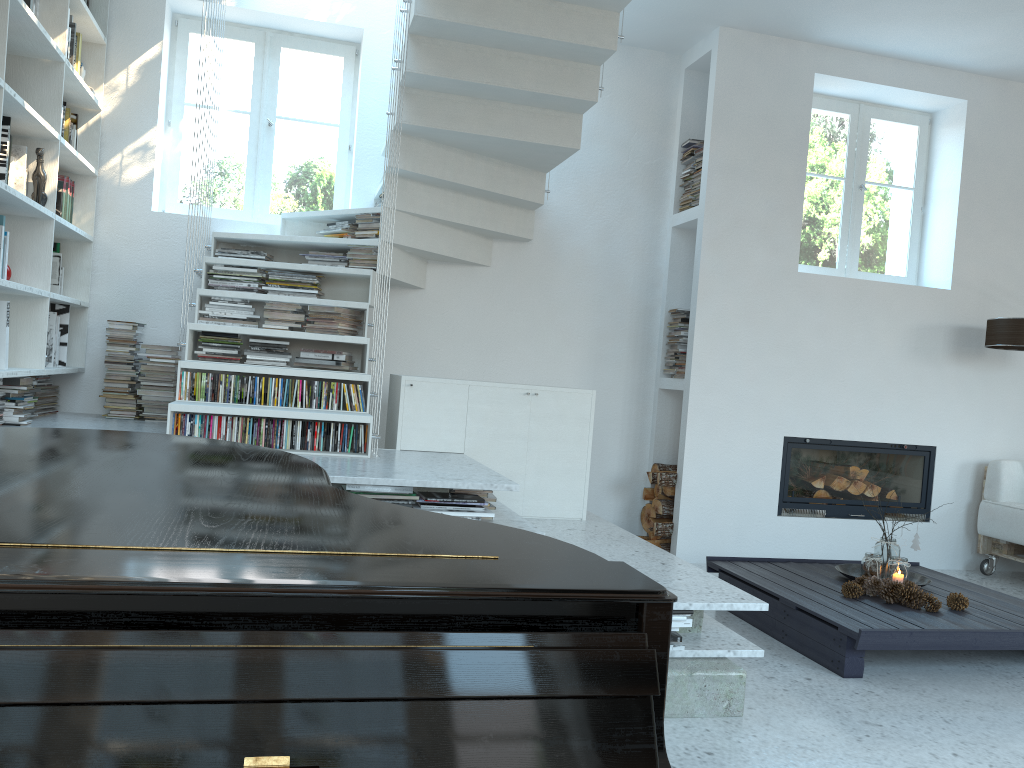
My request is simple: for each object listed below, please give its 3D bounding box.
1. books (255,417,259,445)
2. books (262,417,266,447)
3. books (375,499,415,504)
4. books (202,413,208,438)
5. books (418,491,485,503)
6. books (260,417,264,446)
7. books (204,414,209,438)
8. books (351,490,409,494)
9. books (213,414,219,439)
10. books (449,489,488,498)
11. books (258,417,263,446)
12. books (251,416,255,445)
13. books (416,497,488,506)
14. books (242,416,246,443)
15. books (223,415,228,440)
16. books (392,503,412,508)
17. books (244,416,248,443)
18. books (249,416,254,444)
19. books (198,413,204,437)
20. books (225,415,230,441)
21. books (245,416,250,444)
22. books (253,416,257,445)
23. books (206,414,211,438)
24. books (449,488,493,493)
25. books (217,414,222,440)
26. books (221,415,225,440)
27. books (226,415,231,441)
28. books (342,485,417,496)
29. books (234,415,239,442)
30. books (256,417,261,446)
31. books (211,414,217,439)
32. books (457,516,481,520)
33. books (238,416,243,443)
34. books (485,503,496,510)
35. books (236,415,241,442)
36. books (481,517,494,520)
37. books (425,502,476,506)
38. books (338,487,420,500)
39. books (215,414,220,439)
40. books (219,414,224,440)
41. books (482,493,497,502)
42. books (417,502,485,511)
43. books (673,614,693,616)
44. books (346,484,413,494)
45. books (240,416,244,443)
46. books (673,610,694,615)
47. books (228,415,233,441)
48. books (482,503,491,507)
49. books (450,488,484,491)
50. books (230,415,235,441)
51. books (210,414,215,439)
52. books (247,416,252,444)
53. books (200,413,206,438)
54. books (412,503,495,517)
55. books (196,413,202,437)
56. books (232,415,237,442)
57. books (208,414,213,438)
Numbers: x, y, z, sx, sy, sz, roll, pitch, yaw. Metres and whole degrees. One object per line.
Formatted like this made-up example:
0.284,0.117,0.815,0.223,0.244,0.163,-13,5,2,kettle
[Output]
-1.108,0.208,3.851,0.008,0.125,0.125,4,1,-14,books
-1.078,0.210,3.858,0.010,0.125,0.125,4,1,-14,books
-0.496,0.423,3.291,0.250,0.009,0.187,4,1,-14,books
-1.317,0.192,3.798,0.008,0.125,0.125,4,1,-14,books
-0.232,0.431,3.376,0.228,0.014,0.149,4,1,-16,books
-1.086,0.209,3.856,0.007,0.125,0.125,4,1,-14,books
-1.309,0.193,3.800,0.008,0.125,0.125,4,1,-14,books
-0.494,0.389,3.294,0.208,0.008,0.170,4,1,-11,books
-1.272,0.195,3.809,0.007,0.125,0.125,4,1,-14,books
-0.194,0.434,3.609,0.154,0.018,0.220,4,1,-13,books
-1.093,0.209,3.854,0.007,0.125,0.125,4,1,-14,books
-1.123,0.207,3.847,0.009,0.125,0.125,4,1,-14,books
-0.234,0.443,3.380,0.269,0.009,0.132,4,1,-10,books
-1.159,0.204,3.838,0.008,0.125,0.125,4,1,-14,books
-1.235,0.198,3.819,0.009,0.125,0.125,4,1,-14,books
-0.499,0.440,3.296,0.230,0.026,0.177,4,1,-14,books
-1.152,0.204,3.840,0.009,0.125,0.125,4,1,-14,books
-1.130,0.206,3.845,0.008,0.125,0.125,4,1,-14,books
-1.331,0.191,3.794,0.007,0.125,0.125,4,1,-14,books
-1.227,0.199,3.821,0.007,0.125,0.125,4,1,-14,books
-1.144,0.205,3.842,0.008,0.125,0.125,4,1,-14,books
-1.115,0.207,3.849,0.007,0.125,0.125,4,1,-14,books
-1.302,0.193,3.802,0.008,0.125,0.125,4,1,-14,books
-0.185,0.421,3.611,0.159,0.009,0.228,4,1,-18,books
-1.258,0.196,3.813,0.008,0.125,0.125,4,1,-14,books
-1.243,0.198,3.817,0.008,0.125,0.125,4,1,-14,books
-1.220,0.199,3.822,0.007,0.125,0.125,4,1,-14,books
-0.495,0.396,3.294,0.260,0.007,0.171,4,1,-16,books
-1.190,0.202,3.830,0.007,0.125,0.125,4,1,-14,books
-1.101,0.208,3.852,0.007,0.125,0.125,4,1,-14,books
-1.279,0.195,3.807,0.007,0.125,0.125,4,1,-14,books
-0.236,0.496,3.375,0.208,0.015,0.152,4,1,-17,books
-1.174,0.203,3.834,0.008,0.125,0.125,4,1,-14,books
-0.181,0.486,3.614,0.189,0.013,0.215,4,1,-15,books
-1.182,0.202,3.832,0.008,0.125,0.125,4,1,-14,books
-0.188,0.524,3.614,0.177,0.015,0.216,4,1,-16,books
-0.241,0.452,3.406,0.190,0.011,0.090,4,1,-16,books
-0.496,0.406,3.293,0.281,0.013,0.168,4,1,-17,books
-1.265,0.196,3.811,0.008,0.125,0.125,4,1,-14,books
-1.251,0.197,3.815,0.007,0.125,0.125,4,1,-14,books
-0.170,0.452,3.615,0.190,0.015,0.230,4,1,-9,books
-0.236,0.464,3.385,0.242,0.012,0.137,4,1,-13,books
0.455,0.765,3.028,0.266,0.010,0.176,4,1,-18,books
-0.490,0.374,3.280,0.237,0.022,0.189,4,1,-9,books
-1.167,0.203,3.836,0.008,0.125,0.125,4,1,-14,books
0.457,0.753,3.020,0.256,0.014,0.192,4,1,-18,books
-1.213,0.200,3.824,0.008,0.125,0.125,4,1,-14,books
-0.190,0.473,3.611,0.168,0.012,0.210,4,1,-13,books
-0.204,0.407,3.605,0.128,0.016,0.261,4,1,-15,books
-1.205,0.200,3.826,0.008,0.125,0.125,4,1,-14,books
-1.287,0.194,3.806,0.007,0.125,0.125,4,1,-14,books
-1.137,0.206,3.843,0.007,0.125,0.125,4,1,-14,books
-1.324,0.191,3.796,0.008,0.125,0.125,4,1,-14,books
-0.232,0.477,3.361,0.297,0.014,0.184,4,1,-15,books
-1.339,0.190,3.792,0.009,0.125,0.125,4,1,-14,books
-1.198,0.201,3.828,0.008,0.125,0.125,4,1,-14,books
-1.294,0.194,3.804,0.008,0.125,0.125,4,1,-14,books
